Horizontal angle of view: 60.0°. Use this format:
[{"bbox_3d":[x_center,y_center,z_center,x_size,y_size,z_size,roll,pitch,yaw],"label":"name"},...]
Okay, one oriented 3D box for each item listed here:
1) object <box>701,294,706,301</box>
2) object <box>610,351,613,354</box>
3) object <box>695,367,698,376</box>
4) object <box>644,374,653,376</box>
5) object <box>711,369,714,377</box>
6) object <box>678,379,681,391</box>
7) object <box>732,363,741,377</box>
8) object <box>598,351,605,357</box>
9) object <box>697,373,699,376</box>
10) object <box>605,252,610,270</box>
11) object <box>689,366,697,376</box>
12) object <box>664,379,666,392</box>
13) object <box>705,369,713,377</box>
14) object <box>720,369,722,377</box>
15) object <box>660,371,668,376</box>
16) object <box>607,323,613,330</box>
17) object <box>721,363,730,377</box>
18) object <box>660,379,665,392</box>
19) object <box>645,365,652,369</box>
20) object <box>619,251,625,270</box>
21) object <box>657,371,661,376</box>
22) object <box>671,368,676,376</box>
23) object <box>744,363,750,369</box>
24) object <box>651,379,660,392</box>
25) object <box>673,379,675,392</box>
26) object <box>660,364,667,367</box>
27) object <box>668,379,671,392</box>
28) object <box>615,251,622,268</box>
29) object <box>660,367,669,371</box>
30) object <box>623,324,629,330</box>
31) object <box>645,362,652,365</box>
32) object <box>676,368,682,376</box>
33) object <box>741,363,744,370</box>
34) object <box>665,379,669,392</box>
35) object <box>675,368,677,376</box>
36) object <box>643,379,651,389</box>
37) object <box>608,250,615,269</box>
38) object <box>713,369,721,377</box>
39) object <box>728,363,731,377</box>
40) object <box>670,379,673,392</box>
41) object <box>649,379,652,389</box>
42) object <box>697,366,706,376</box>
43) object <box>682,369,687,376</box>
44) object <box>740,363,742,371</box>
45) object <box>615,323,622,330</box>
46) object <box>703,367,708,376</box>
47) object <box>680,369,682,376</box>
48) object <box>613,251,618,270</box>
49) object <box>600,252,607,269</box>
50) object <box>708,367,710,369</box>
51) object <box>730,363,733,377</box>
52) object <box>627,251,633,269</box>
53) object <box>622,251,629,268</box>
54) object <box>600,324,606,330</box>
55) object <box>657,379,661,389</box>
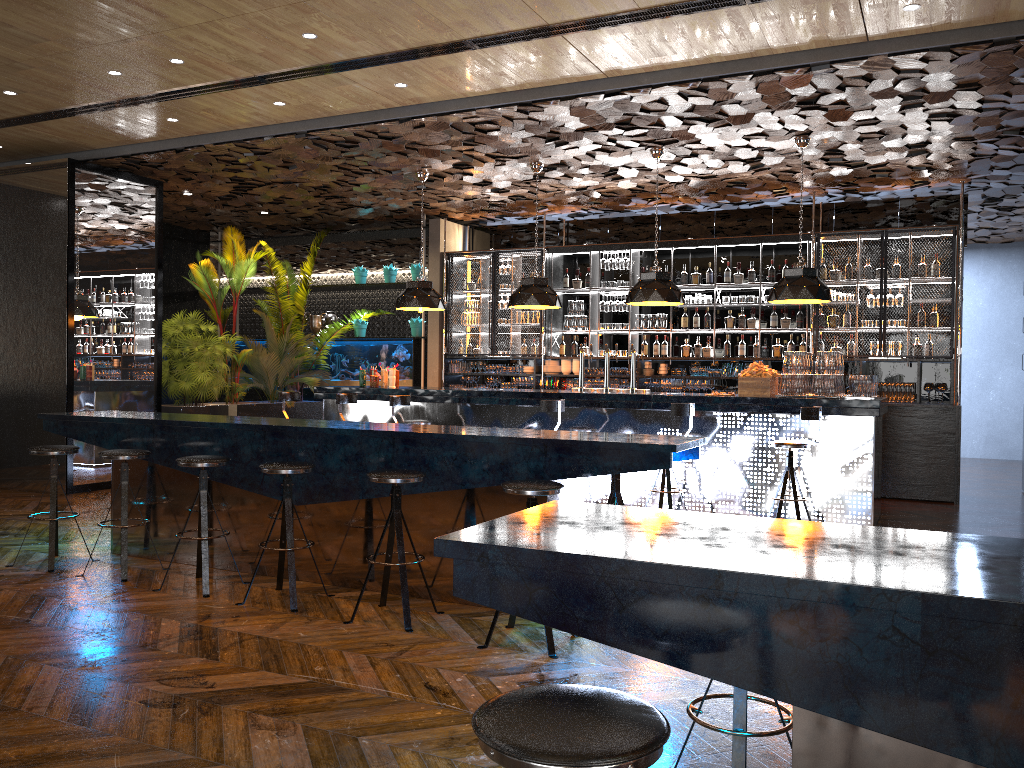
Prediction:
[{"bbox_3d":[2.490,-1.123,11.598,0.089,0.092,0.089,0,1,-38],"label":"object"},{"bbox_3d":[1.312,-0.405,11.966,0.089,0.092,0.089,1,1,-11],"label":"object"},{"bbox_3d":[2.372,-0.163,11.468,0.100,0.125,0.100,1,1,-16],"label":"object"},{"bbox_3d":[1.796,-0.121,11.677,0.149,0.022,0.149,1,1,-5],"label":"object"},{"bbox_3d":[2.542,-0.144,11.338,0.098,0.097,0.098,0,1,-26],"label":"object"},{"bbox_3d":[2.164,0.052,11.490,0.049,0.231,0.049,1,1,30],"label":"object"},{"bbox_3d":[2.802,-0.174,11.056,0.115,0.172,0.101,1,1,11],"label":"object"},{"bbox_3d":[1.211,-0.407,12.030,0.089,0.092,0.089,1,1,-2],"label":"object"},{"bbox_3d":[2.422,-0.163,11.576,0.100,0.125,0.100,1,1,39],"label":"object"},{"bbox_3d":[1.307,-1.682,12.124,0.092,0.244,0.092,1,1,-13],"label":"object"},{"bbox_3d":[2.318,-0.162,11.358,0.100,0.125,0.100,0,1,-25],"label":"object"},{"bbox_3d":[1.994,0.046,11.605,0.058,0.234,0.058,0,1,-41],"label":"object"},{"bbox_3d":[2.496,-0.144,11.247,0.098,0.097,0.098,1,1,5],"label":"object"},{"bbox_3d":[2.630,-0.142,11.295,0.098,0.097,0.098,0,1,-39],"label":"object"},{"bbox_3d":[1.985,-0.141,11.568,0.106,0.067,0.094,1,1,14],"label":"object"},{"bbox_3d":[1.327,-0.771,11.995,0.089,0.092,0.089,1,1,4],"label":"object"},{"bbox_3d":[2.678,-0.177,11.127,0.101,0.172,0.115,0,1,-34],"label":"object"},{"bbox_3d":[1.955,0.047,11.529,0.058,0.234,0.058,0,1,-21],"label":"object"},{"bbox_3d":[1.799,-0.218,11.673,0.094,0.070,0.107,0,1,-34],"label":"object"},{"bbox_3d":[1.495,-1.678,12.033,0.092,0.244,0.092,1,1,-13],"label":"object"},{"bbox_3d":[1.974,-0.142,11.676,0.106,0.067,0.094,1,1,-12],"label":"object"},{"bbox_3d":[2.082,-0.153,11.433,0.067,0.099,0.058,0,1,-19],"label":"object"},{"bbox_3d":[2.925,-0.172,11.005,0.115,0.172,0.101,0,1,-34],"label":"object"},{"bbox_3d":[1.873,0.048,11.587,0.108,0.227,0.108,1,1,-4],"label":"object"},{"bbox_3d":[2.096,0.050,11.525,0.049,0.231,0.049,1,1,35],"label":"object"},{"bbox_3d":[1.978,-0.231,11.563,0.094,0.068,0.106,1,1,26],"label":"object"},{"bbox_3d":[2.061,0.047,11.594,0.058,0.234,0.058,0,1,-31],"label":"object"},{"bbox_3d":[1.423,-1.677,11.884,0.092,0.244,0.092,1,1,-13],"label":"object"},{"bbox_3d":[1.984,-0.186,11.572,0.106,0.069,0.094,0,1,-23],"label":"object"},{"bbox_3d":[1.550,-0.769,12.020,0.089,0.092,0.089,1,1,10],"label":"object"},{"bbox_3d":[1.790,-0.262,11.676,0.094,0.069,0.106,1,1,32],"label":"object"},{"bbox_3d":[2.154,-0.152,11.442,0.058,0.099,0.067,0,1,-29],"label":"object"},{"bbox_3d":[2.904,-0.176,11.282,0.101,0.172,0.115,1,1,31],"label":"object"},{"bbox_3d":[2.011,0.048,11.512,0.058,0.234,0.058,1,1,29],"label":"object"},{"bbox_3d":[2.110,-0.153,11.496,0.067,0.099,0.058,1,1,-4],"label":"object"},{"bbox_3d":[1.769,0.046,11.636,0.108,0.227,0.108,1,1,17],"label":"object"},{"bbox_3d":[1.334,-1.679,11.928,0.092,0.244,0.092,1,1,-13],"label":"object"},{"bbox_3d":[2.586,-0.142,11.197,0.098,0.097,0.098,0,1,-30],"label":"object"},{"bbox_3d":[2.726,-0.178,11.237,0.115,0.172,0.101,1,1,36],"label":"object"},{"bbox_3d":[2.066,0.051,11.465,0.049,0.231,0.049,1,1,38],"label":"object"},{"bbox_3d":[1.825,0.045,11.741,0.108,0.227,0.108,1,1,6],"label":"object"},{"bbox_3d":[2.419,-0.160,11.312,0.108,0.126,0.108,0,1,-30],"label":"object"},{"bbox_3d":[2.235,-0.152,11.519,0.058,0.099,0.067,1,1,38],"label":"object"},{"bbox_3d":[2.854,-0.175,11.173,0.115,0.172,0.101,0,1,-34],"label":"object"},{"bbox_3d":[1.429,-0.768,11.878,0.089,0.092,0.089,1,1,10],"label":"object"},{"bbox_3d":[2.471,-0.161,11.415,0.108,0.126,0.108,1,1,21],"label":"object"},{"bbox_3d":[2.200,-0.154,11.635,0.067,0.099,0.058,1,1,-14],"label":"object"},{"bbox_3d":[1.406,-1.680,12.076,0.092,0.244,0.092,1,1,-13],"label":"object"},{"bbox_3d":[1.235,-1.681,11.975,0.092,0.244,0.092,1,1,-13],"label":"object"},{"bbox_3d":[2.523,-0.162,11.527,0.108,0.126,0.108,1,1,-3],"label":"object"},{"bbox_3d":[2.786,-0.178,11.345,0.115,0.172,0.101,1,1,11],"label":"object"},{"bbox_3d":[1.589,-1.676,11.988,0.092,0.244,0.092,1,1,-13],"label":"object"},{"bbox_3d":[1.517,-1.675,11.839,0.092,0.244,0.092,1,1,-13],"label":"object"},{"bbox_3d":[1.242,-0.774,12.085,0.089,0.092,0.089,1,1,4],"label":"object"},{"bbox_3d":[1.927,0.047,11.692,0.108,0.227,0.108,1,1,-10],"label":"object"}]
